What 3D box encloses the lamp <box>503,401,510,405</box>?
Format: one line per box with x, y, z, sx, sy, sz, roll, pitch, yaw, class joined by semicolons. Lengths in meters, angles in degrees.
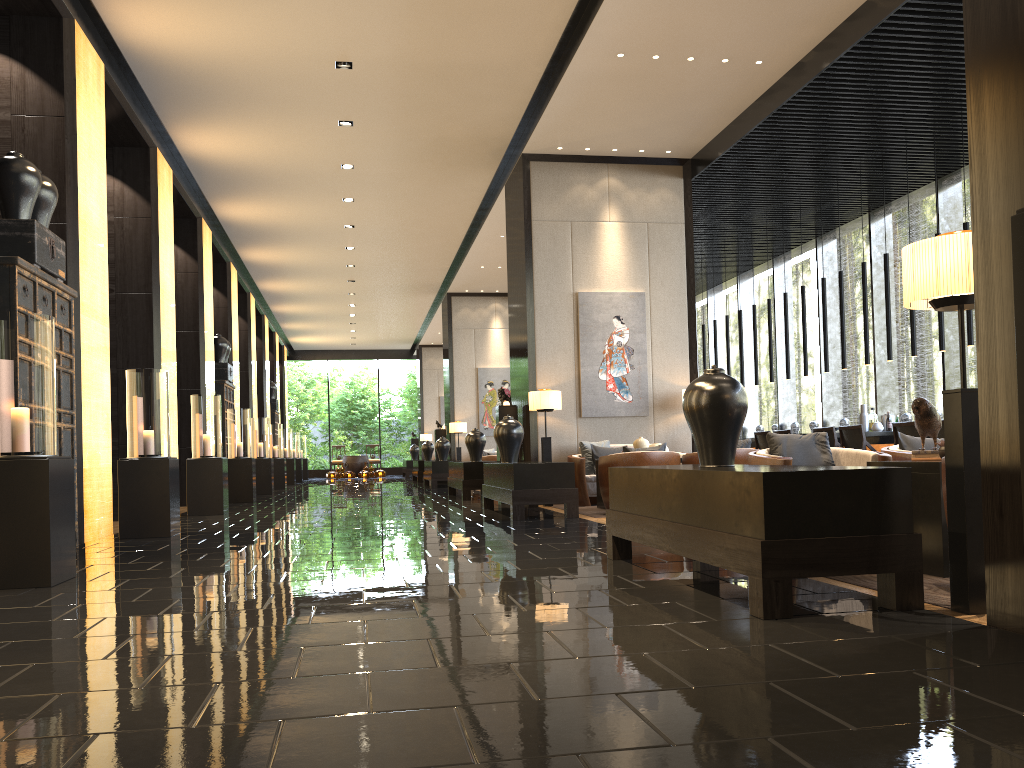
0.086;0.899;11.977;0.375;1.317;0.375;-3;-2;34;lamp

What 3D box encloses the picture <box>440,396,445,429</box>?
-1.867;1.137;28.337;0.834;1.500;0.037;-1;-1;-10;picture

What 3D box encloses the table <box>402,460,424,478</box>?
-2.951;2.555;26.742;0.620;0.512;1.965;-1;-4;-10;table

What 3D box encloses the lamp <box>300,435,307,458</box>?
-6.609;1.963;27.721;0.336;0.728;0.337;-1;-2;-23;lamp

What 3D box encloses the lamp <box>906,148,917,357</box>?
4.477;-1.515;9.954;0.060;2.417;0.060;-1;-1;-15;lamp

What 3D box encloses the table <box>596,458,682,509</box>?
1.480;1.057;9.451;1.041;0.516;0.577;-1;-3;-10;table

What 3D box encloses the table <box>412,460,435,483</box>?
-2.070;2.129;21.703;0.620;0.512;1.965;-1;-4;-10;table

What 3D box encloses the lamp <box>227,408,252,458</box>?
-4.083;0.741;13.262;0.336;0.728;0.337;-1;-2;-5;lamp

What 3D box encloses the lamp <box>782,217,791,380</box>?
3.971;-1.270;12.852;0.060;2.417;0.060;-1;-1;-15;lamp

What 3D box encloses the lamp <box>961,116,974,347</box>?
4.637;-1.592;9.038;0.060;2.417;0.060;-1;-1;-15;lamp

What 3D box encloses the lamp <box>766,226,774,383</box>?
3.882;-1.227;13.358;0.060;2.417;0.060;-1;-1;-15;lamp

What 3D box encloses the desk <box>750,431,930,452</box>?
3.268;1.390;15.770;1.779;0.758;28.809;-1;-5;-10;desk

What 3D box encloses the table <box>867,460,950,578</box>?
2.377;0.623;4.316;1.041;0.516;0.577;-1;-3;-10;table

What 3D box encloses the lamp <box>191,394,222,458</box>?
-3.578;0.497;10.370;0.336;0.728;0.337;0;-2;-37;lamp

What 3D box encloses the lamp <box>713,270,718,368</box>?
3.528;-1.056;15.387;0.060;2.417;0.060;-1;-1;-15;lamp

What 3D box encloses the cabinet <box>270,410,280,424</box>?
-6.430;1.682;23.331;0.547;1.920;1.190;-1;-2;-10;cabinet

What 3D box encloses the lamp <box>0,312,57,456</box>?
-2.576;0.012;4.632;0.336;0.728;0.337;-2;-2;-1;lamp

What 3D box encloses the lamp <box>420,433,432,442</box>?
-2.686;2.224;27.845;0.375;1.349;0.375;-2;-1;20;lamp

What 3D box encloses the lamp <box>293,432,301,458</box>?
-6.104;1.719;24.829;0.336;0.728;0.337;-1;-2;-8;lamp

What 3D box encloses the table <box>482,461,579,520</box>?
0.136;1.061;9.071;0.620;0.512;1.965;-1;-4;-10;table

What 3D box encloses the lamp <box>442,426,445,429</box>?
-1.450;1.626;20.769;0.375;1.349;0.375;-2;-1;9;lamp

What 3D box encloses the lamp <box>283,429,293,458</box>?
-5.599;1.474;21.937;0.336;0.728;0.337;-1;-2;-8;lamp

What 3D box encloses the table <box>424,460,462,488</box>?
-1.405;1.807;17.894;0.620;0.512;1.965;-1;-4;-10;table

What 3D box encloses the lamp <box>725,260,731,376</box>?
3.616;-1.099;14.881;0.060;2.417;0.060;-1;-1;-15;lamp

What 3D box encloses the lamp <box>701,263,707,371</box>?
3.440;-1.013;15.892;0.060;2.417;0.060;-1;-1;-15;lamp

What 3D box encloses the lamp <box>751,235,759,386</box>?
3.794;-1.185;13.863;0.060;2.417;0.060;-1;-1;-15;lamp

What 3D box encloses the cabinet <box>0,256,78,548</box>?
-3.404;0.218;6.006;0.547;1.920;1.190;-1;-2;-10;cabinet

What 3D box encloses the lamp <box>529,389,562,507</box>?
0.397;0.734;10.197;0.375;1.346;0.375;-3;-2;41;lamp

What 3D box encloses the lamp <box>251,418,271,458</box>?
-4.588;0.985;16.154;0.336;0.728;0.337;-1;-2;-8;lamp

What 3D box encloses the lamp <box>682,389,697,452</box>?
2.231;0.707;10.518;0.375;1.349;0.375;-2;-1;20;lamp

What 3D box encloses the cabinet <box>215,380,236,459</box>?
-4.913;0.948;14.646;0.547;1.920;1.190;-1;-2;-10;cabinet

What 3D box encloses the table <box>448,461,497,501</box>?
-0.529;1.383;12.879;0.620;0.512;1.965;-1;-4;-10;table

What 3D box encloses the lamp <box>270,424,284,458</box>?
-5.094;1.230;19.046;0.336;0.728;0.337;-1;-2;-8;lamp

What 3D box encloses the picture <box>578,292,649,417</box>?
1.221;-0.357;10.658;0.834;1.500;0.037;-1;-1;-10;picture

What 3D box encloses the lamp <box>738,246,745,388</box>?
3.707;-1.142;14.363;0.060;2.417;0.060;-1;-1;-15;lamp

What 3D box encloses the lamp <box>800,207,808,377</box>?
4.060;-1.313;12.344;0.060;2.417;0.060;-1;-1;-15;lamp

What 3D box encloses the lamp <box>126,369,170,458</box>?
-3.073;0.252;7.478;0.336;0.728;0.337;0;-2;-37;lamp

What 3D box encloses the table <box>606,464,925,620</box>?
1.004;0.642;4.103;0.620;0.512;1.965;-1;-4;-10;table

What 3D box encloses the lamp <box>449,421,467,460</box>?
-1.139;1.476;18.988;0.375;1.349;0.375;-2;-1;9;lamp

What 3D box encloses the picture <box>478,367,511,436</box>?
-0.317;0.387;19.464;0.834;1.500;0.037;-1;-1;-10;picture
